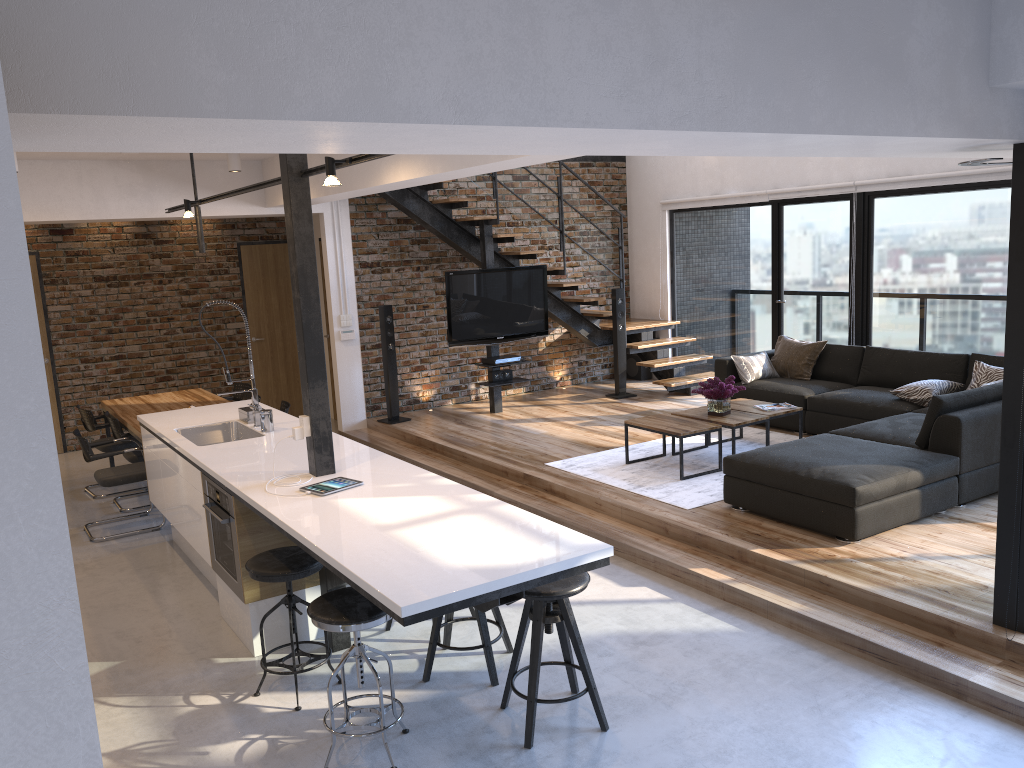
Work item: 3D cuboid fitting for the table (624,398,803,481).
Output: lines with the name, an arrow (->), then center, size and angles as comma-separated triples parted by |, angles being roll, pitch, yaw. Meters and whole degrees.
table -> 1.604, 0.412, 6.970 | 1.297, 0.351, 0.696 | -9, 11, -31

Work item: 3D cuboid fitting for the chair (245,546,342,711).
chair -> -0.995, 1.089, 4.026 | 0.357, 0.638, 0.356 | 4, 12, 36

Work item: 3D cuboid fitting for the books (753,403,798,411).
books -> 2.100, 0.183, 7.080 | 0.295, 0.013, 0.228 | -5, 9, -11

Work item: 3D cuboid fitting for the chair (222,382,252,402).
chair -> -2.696, 0.414, 8.377 | 0.539, 0.770, 0.519 | -10, 12, -36

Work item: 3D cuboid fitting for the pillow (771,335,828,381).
pillow -> 2.658, -0.247, 8.379 | 0.265, 0.383, 0.608 | -9, 11, -31

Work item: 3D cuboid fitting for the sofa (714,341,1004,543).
sofa -> 2.321, 0.209, 6.903 | 2.995, 0.702, 3.039 | -9, 11, -32

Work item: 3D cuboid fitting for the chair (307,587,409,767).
chair -> -0.598, 1.153, 3.492 | 0.358, 0.638, 0.355 | -1, 10, 12

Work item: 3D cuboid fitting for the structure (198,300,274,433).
structure -> -1.654, -0.141, 5.608 | 0.392, 0.815, 0.506 | -2, 10, 7

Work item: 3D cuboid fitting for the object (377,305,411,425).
object -> -1.255, -0.207, 9.113 | 0.270, 1.209, 0.270 | -12, 13, -41

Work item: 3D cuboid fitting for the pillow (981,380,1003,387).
pillow -> 3.356, 0.109, 6.222 | 0.546, 0.310, 0.272 | -9, 11, -32

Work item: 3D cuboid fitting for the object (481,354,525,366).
object -> -0.091, -0.248, 9.140 | 0.360, 0.058, 0.274 | -9, 11, -32

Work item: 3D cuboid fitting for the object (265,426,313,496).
object -> -1.049, 0.352, 4.123 | 0.214, 0.247, 0.416 | -5, 10, -11

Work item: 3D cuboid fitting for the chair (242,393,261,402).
chair -> -2.431, 0.507, 7.713 | 0.539, 0.770, 0.519 | -9, 11, -32

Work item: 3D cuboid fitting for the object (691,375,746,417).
object -> 1.613, 0.070, 6.906 | 0.374, 0.344, 0.341 | -9, 11, -30

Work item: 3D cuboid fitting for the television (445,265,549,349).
television -> -0.158, -0.793, 9.084 | 1.205, 0.785, 0.136 | -9, 11, -31

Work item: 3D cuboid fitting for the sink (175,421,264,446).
sink -> -1.816, 0.409, 5.520 | 0.405, 0.203, 0.705 | -9, 11, -32

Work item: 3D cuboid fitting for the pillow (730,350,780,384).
pillow -> 2.297, -0.155, 8.340 | 0.498, 0.266, 0.212 | -9, 11, -31

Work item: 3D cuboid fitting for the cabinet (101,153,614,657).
cabinet -> -2.477, -0.164, 5.275 | 2.471, 2.879, 9.102 | -9, 11, -32

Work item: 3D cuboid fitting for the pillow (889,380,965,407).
pillow -> 3.297, 0.061, 7.029 | 0.530, 0.178, 0.355 | -9, 11, -34

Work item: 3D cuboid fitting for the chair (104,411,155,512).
chair -> -3.038, 0.599, 7.345 | 0.539, 0.770, 0.519 | -9, 11, -32

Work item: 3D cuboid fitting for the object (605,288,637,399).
object -> 1.191, -0.453, 9.823 | 0.270, 1.209, 0.270 | -8, 11, -27

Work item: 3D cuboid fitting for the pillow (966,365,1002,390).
pillow -> 3.715, 0.007, 6.692 | 0.234, 0.294, 0.610 | -9, 11, -31

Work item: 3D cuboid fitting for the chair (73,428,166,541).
chair -> -2.938, 0.708, 6.631 | 0.539, 0.770, 0.519 | -9, 11, -32

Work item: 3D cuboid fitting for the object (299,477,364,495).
object -> -0.826, 0.470, 4.065 | 0.187, 0.013, 0.240 | 5, 12, 42

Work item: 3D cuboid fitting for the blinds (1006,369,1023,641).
blinds -> 2.941, 0.039, 3.501 | 1.829, 2.057, 3.851 | -1, 10, 12

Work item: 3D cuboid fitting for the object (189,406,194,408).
object -> -2.458, 0.209, 6.846 | 0.086, 0.086, 0.097 | -8, 11, -28

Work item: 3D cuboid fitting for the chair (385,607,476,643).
chair -> -0.444, 0.962, 4.657 | 0.366, 0.632, 0.366 | 3, 12, 32

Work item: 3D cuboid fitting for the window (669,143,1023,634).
window -> 1.644, -2.107, 7.422 | 5.657, 5.581, 13.378 | -9, 11, -32

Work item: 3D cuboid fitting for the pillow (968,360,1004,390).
pillow -> 3.617, 0.012, 6.552 | 0.250, 0.315, 0.531 | -8, 11, -28

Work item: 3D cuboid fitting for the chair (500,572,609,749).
chair -> 0.156, 1.089, 3.662 | 0.366, 0.632, 0.366 | -6, 10, -17

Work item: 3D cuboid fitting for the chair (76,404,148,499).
chair -> -3.486, 0.549, 7.802 | 0.539, 0.770, 0.519 | -10, 12, -36

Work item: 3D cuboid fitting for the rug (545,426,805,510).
rug -> 1.585, 0.590, 6.976 | 2.111, 0.003, 1.634 | -9, 11, -32

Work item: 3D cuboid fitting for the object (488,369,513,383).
object -> -0.119, -0.088, 9.239 | 0.246, 0.112, 0.088 | -9, 11, -32

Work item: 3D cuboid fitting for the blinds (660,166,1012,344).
blinds -> 3.230, -0.864, 8.355 | 0.095, 2.049, 5.361 | -9, 11, -32

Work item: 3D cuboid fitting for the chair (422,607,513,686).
chair -> -0.219, 1.029, 4.162 | 0.365, 0.632, 0.364 | -1, 10, 13

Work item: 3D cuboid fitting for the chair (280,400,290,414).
chair -> -2.031, 0.567, 7.201 | 0.540, 0.770, 0.518 | -6, 10, -17
